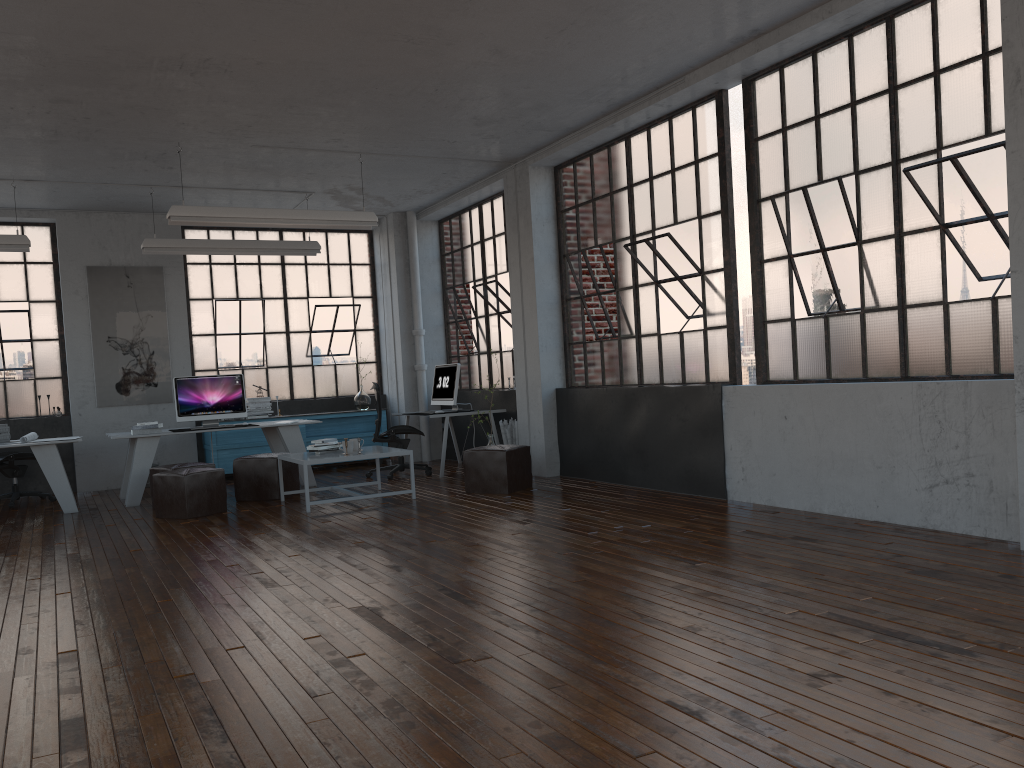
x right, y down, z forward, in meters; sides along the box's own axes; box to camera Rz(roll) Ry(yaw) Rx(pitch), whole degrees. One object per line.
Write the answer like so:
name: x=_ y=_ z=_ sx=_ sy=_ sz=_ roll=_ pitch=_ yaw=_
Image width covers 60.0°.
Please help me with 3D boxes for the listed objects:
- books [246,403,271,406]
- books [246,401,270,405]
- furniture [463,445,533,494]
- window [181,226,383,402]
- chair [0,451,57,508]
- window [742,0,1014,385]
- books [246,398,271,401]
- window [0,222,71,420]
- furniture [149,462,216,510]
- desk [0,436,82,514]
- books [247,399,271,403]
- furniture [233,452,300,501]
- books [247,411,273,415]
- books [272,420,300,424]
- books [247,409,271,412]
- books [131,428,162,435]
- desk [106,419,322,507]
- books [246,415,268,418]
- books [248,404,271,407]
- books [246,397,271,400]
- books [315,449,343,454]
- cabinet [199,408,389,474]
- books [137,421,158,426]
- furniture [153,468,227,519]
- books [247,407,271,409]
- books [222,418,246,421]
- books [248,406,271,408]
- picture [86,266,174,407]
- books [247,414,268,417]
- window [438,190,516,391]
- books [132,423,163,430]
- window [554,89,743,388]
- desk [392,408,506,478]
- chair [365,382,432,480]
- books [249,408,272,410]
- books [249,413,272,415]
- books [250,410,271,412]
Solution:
books: x=-3.220 y=0.260 z=11.257 sx=0.288 sy=0.016 sz=0.182 roll=-4 pitch=1 yaw=-27
books: x=-3.241 y=0.240 z=11.244 sx=0.295 sy=0.028 sz=0.180 roll=-4 pitch=1 yaw=-27
furniture: x=-0.131 y=0.805 z=8.311 sx=0.503 sy=0.461 sz=0.503 roll=-3 pitch=2 yaw=30
window: x=-2.981 y=-0.907 z=11.721 sx=2.588 sy=2.393 sz=0.669 roll=-4 pitch=2 yaw=-27
chair: x=-5.392 y=0.752 z=9.539 sx=0.771 sy=1.087 sz=0.791 roll=-2 pitch=2 yaw=31
window: x=2.407 y=-1.156 z=5.532 sx=0.669 sy=2.393 sz=2.591 roll=-5 pitch=2 yaw=-28
books: x=-3.219 y=0.196 z=11.237 sx=0.288 sy=0.016 sz=0.182 roll=-4 pitch=1 yaw=-27
window: x=-6.439 y=-0.681 z=9.921 sx=2.588 sy=2.393 sz=0.669 roll=-4 pitch=2 yaw=-27
furniture: x=-3.118 y=0.973 z=8.421 sx=0.480 sy=0.440 sz=0.479 roll=-2 pitch=2 yaw=41
desk: x=-5.240 y=0.946 z=8.486 sx=2.054 sy=0.698 sz=1.064 roll=-4 pitch=1 yaw=-27
books: x=-3.217 y=0.215 z=11.239 sx=0.273 sy=0.021 sz=0.174 roll=-4 pitch=1 yaw=-27
furniture: x=-2.428 y=0.918 z=8.782 sx=0.503 sy=0.461 sz=0.503 roll=-3 pitch=1 yaw=11
books: x=-3.212 y=0.363 z=11.244 sx=0.330 sy=0.025 sz=0.176 roll=-4 pitch=1 yaw=-27
books: x=-2.432 y=0.413 z=9.545 sx=0.205 sy=0.019 sz=0.243 roll=-3 pitch=1 yaw=13
books: x=-3.225 y=0.332 z=11.254 sx=0.288 sy=0.016 sz=0.182 roll=-4 pitch=1 yaw=-27
books: x=-3.702 y=0.479 z=8.973 sx=0.271 sy=0.050 sz=0.200 roll=-4 pitch=1 yaw=-27
desk: x=-3.187 y=0.815 z=9.556 sx=2.075 sy=0.705 sz=1.075 roll=-4 pitch=1 yaw=-27
books: x=-3.176 y=0.403 z=11.011 sx=0.248 sy=0.014 sz=0.187 roll=-4 pitch=1 yaw=-29
books: x=-3.204 y=0.276 z=11.249 sx=0.263 sy=0.017 sz=0.167 roll=-4 pitch=1 yaw=-27
books: x=-3.221 y=0.181 z=11.224 sx=0.288 sy=0.016 sz=0.182 roll=-4 pitch=1 yaw=-27
books: x=-1.716 y=0.631 z=8.301 sx=0.217 sy=0.028 sz=0.171 roll=-4 pitch=1 yaw=-27
cabinet: x=-2.745 y=0.760 z=11.343 sx=2.260 sy=0.733 sz=0.626 roll=-4 pitch=2 yaw=-27
books: x=-3.689 y=0.399 z=8.969 sx=0.185 sy=0.030 sz=0.153 roll=-4 pitch=1 yaw=-27
furniture: x=-2.855 y=0.968 z=7.867 sx=0.471 sy=0.431 sz=0.470 roll=-3 pitch=2 yaw=31
books: x=-3.217 y=0.305 z=11.240 sx=0.285 sy=0.012 sz=0.159 roll=-4 pitch=1 yaw=-27
books: x=-3.416 y=0.423 z=10.890 sx=0.258 sy=0.032 sz=0.191 roll=-4 pitch=1 yaw=-25
books: x=-3.205 y=0.292 z=11.239 sx=0.254 sy=0.012 sz=0.161 roll=-4 pitch=1 yaw=-27
picture: x=-4.537 y=-0.575 z=10.545 sx=0.852 sy=1.652 sz=0.025 roll=-4 pitch=2 yaw=-27
books: x=-3.178 y=0.390 z=11.018 sx=0.251 sy=0.012 sz=0.202 roll=-4 pitch=1 yaw=-26
window: x=-0.312 y=-1.055 z=10.749 sx=0.669 sy=2.393 sz=2.591 roll=-5 pitch=2 yaw=-28
books: x=-3.682 y=0.431 z=8.956 sx=0.257 sy=0.044 sz=0.193 roll=-3 pitch=1 yaw=-7
window: x=1.111 y=-1.108 z=8.019 sx=0.669 sy=2.393 sz=2.591 roll=-5 pitch=2 yaw=-28
desk: x=-0.742 y=0.666 z=10.365 sx=0.932 sy=0.689 sz=1.226 roll=-4 pitch=1 yaw=-27
chair: x=-1.301 y=0.502 z=10.137 sx=0.792 sy=1.087 sz=0.770 roll=-4 pitch=2 yaw=-24
books: x=-3.194 y=0.315 z=11.243 sx=0.256 sy=0.013 sz=0.161 roll=-4 pitch=1 yaw=-27
books: x=-3.208 y=0.383 z=11.235 sx=0.285 sy=0.012 sz=0.159 roll=-4 pitch=1 yaw=-27
books: x=-3.202 y=0.344 z=11.249 sx=0.254 sy=0.013 sz=0.161 roll=-4 pitch=1 yaw=-27
